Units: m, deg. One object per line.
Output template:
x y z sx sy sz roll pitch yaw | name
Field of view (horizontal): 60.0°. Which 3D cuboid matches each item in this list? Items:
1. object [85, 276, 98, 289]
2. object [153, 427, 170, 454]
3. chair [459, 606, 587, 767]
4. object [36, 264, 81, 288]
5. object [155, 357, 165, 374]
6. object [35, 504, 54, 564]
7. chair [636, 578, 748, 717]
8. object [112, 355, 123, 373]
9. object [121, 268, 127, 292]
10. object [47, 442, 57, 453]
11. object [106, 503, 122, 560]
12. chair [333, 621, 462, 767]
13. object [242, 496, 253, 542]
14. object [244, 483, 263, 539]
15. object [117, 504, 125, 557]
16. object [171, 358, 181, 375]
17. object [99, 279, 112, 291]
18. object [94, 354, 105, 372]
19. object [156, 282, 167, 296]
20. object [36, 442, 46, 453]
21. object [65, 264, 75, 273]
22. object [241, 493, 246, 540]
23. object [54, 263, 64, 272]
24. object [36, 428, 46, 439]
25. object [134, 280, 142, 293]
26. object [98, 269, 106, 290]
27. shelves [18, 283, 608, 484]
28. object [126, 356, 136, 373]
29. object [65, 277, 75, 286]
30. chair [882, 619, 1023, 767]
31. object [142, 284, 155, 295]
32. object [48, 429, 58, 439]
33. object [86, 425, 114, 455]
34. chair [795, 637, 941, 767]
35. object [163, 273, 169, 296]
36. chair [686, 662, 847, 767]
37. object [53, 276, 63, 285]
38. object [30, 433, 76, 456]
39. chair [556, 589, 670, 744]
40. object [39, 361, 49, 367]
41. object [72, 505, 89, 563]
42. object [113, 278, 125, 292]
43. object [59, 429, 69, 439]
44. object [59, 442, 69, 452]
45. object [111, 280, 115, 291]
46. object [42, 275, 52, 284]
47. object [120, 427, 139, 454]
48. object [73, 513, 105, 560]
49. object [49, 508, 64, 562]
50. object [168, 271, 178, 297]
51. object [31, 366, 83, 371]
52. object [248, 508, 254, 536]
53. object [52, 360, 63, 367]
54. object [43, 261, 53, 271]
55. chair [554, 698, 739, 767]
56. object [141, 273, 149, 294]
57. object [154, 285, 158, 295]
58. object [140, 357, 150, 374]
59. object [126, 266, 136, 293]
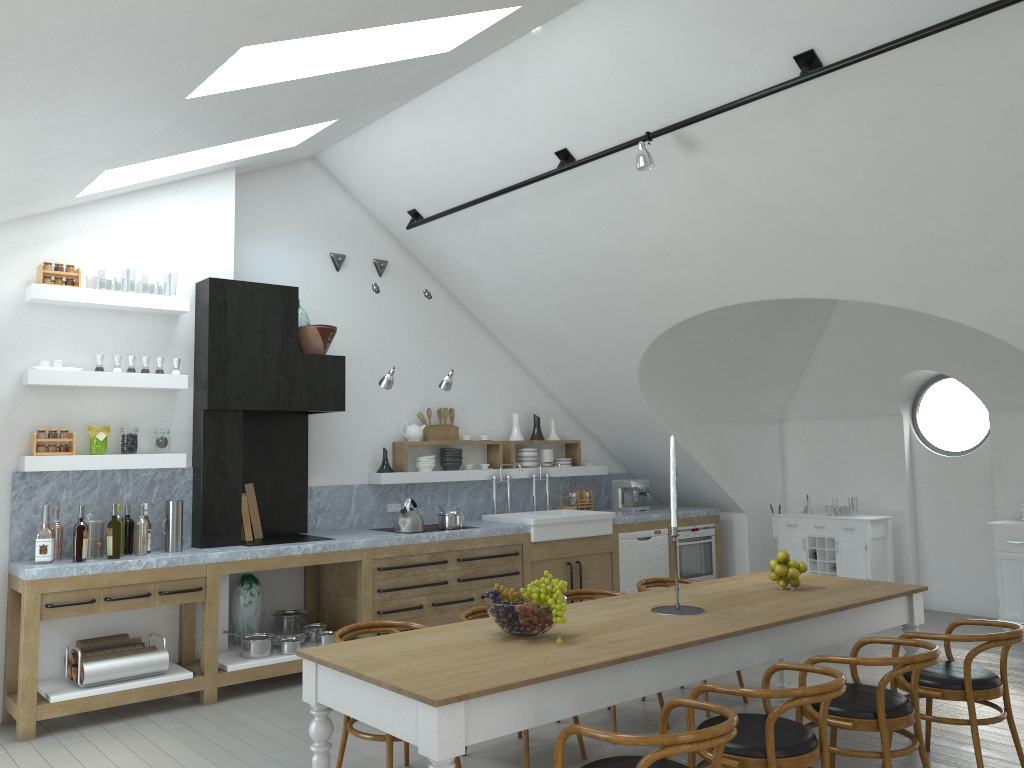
-2.790 -0.660 5.879 0.082 0.105 0.081 -3 -6 19 | object
-2.392 0.388 6.062 0.103 0.178 0.207 1 -5 -17 | object
0.021 1.595 4.719 0.527 0.737 0.620 4 -7 -42 | chair
-2.942 -0.688 5.755 0.237 0.146 0.120 3 -7 -39 | object
-2.418 -0.121 6.086 0.063 0.124 0.067 -6 -8 44 | object
-2.857 0.920 5.427 0.088 0.361 0.085 1 -6 -18 | object
1.111 1.648 5.675 0.527 0.737 0.620 4 -7 -43 | chair
-2.635 -0.130 5.921 0.063 0.124 0.067 -6 -8 44 | object
-2.619 -0.690 6.006 0.054 0.179 0.054 -4 -7 27 | object
-2.925 0.407 5.640 0.058 0.075 0.058 1 -6 -16 | object
-2.514 0.932 5.602 0.092 0.360 0.092 -1 -6 5 | object
-0.578 1.575 4.308 0.527 0.737 0.620 3 -7 -39 | chair
-1.969 1.002 6.565 0.148 0.337 0.081 -6 -8 40 | object
-1.970 0.970 6.760 0.148 0.428 0.078 -1 -6 -4 | object
-2.543 0.945 5.716 0.092 0.340 0.091 1 -6 -21 | object
-2.331 -0.118 6.156 0.063 0.124 0.067 -6 -8 44 | object
-2.709 -0.649 5.906 0.077 0.085 0.077 0 -5 -7 | object
-2.721 -0.134 5.850 0.063 0.124 0.067 -6 -8 44 | object
-2.416 -0.646 6.109 0.071 0.099 0.071 -2 -6 15 | object
-2.977 0.405 5.597 0.058 0.075 0.058 1 -6 -16 | object
-2.893 -0.748 5.804 0.058 0.075 0.058 1 -6 -16 | object
-2.032 1.006 6.667 0.072 0.368 0.130 1 -6 -21 | object
-2.945 -0.750 5.761 0.058 0.075 0.058 1 -6 -16 | object
-2.978 0.319 5.607 0.058 0.075 0.058 1 -6 -16 | object
-2.576 -0.650 6.054 0.082 0.105 0.081 -3 -6 19 | object
-2.757 -0.687 5.956 0.048 0.170 0.048 3 -7 -31 | object
-1.133 0.169 7.538 5.543 1.366 0.479 3 -7 -45 | shelves
-2.559 -0.128 5.963 0.063 0.124 0.067 -6 -8 44 | object
-2.892 -0.662 5.795 0.058 0.075 0.058 1 -6 -16 | object
2.175 1.526 4.307 0.527 0.737 0.620 3 -7 -36 | chair
-2.494 -0.640 6.081 0.077 0.085 0.077 0 -5 -7 | object
-2.926 0.321 5.649 0.058 0.075 0.058 1 -6 -16 | object
-2.710 0.364 5.797 0.163 0.200 0.128 4 -8 -44 | object
1.573 1.507 3.903 0.527 0.737 0.620 4 -7 -44 | chair
-2.404 -0.681 6.182 0.054 0.179 0.054 -4 -7 27 | object
1.000 1.483 3.455 0.527 0.737 0.620 3 -7 -39 | chair
-2.943 -0.664 5.752 0.058 0.075 0.058 1 -6 -16 | object
-2.923 0.384 5.643 0.237 0.146 0.120 3 -7 -39 | object
0.546 1.624 5.226 0.527 0.737 0.620 3 -7 -36 | chair
-2.977 -0.115 5.645 0.058 0.061 0.057 3 -7 -40 | object
-2.665 0.928 5.474 0.092 0.360 0.092 0 -6 -5 | object
-2.630 -0.655 5.934 0.071 0.099 0.071 -2 -6 15 | object
-2.874 0.324 5.691 0.058 0.075 0.058 1 -6 -16 | object
-2.873 0.410 5.682 0.058 0.075 0.058 1 -6 -16 | object
-2.696 -0.646 5.997 0.094 0.094 0.093 0 -5 -7 | object
-2.995 -0.667 5.710 0.058 0.075 0.058 1 -6 -16 | object
-2.557 0.378 5.924 0.120 0.183 0.120 1 -6 -24 | object
-2.706 0.968 5.668 0.184 0.287 0.183 1 -6 -15 | object
-2.854 0.944 5.544 0.085 0.332 0.085 3 -7 -31 | object
-2.352 -0.688 6.147 0.063 0.187 0.063 -3 -6 19 | object
-2.918 -0.090 5.688 0.294 0.025 0.113 3 -6 -39 | object
-2.002 1.063 6.825 0.113 0.252 0.057 3 -7 -36 | object
-2.919 -0.118 5.691 0.054 0.071 0.054 4 -7 -40 | object
-2.997 -0.753 5.719 0.058 0.075 0.058 1 -6 -16 | object
0.464 1.456 2.964 0.527 0.737 0.620 3 -7 -36 | chair
-2.542 -0.677 6.131 0.048 0.170 0.048 3 -7 -31 | object
-2.481 -0.637 6.173 0.094 0.094 0.093 0 -5 -7 | object
-2.495 -0.124 6.033 0.063 0.124 0.067 -6 -8 44 | object
-2.566 -0.698 5.971 0.063 0.187 0.063 -3 -6 19 | object
